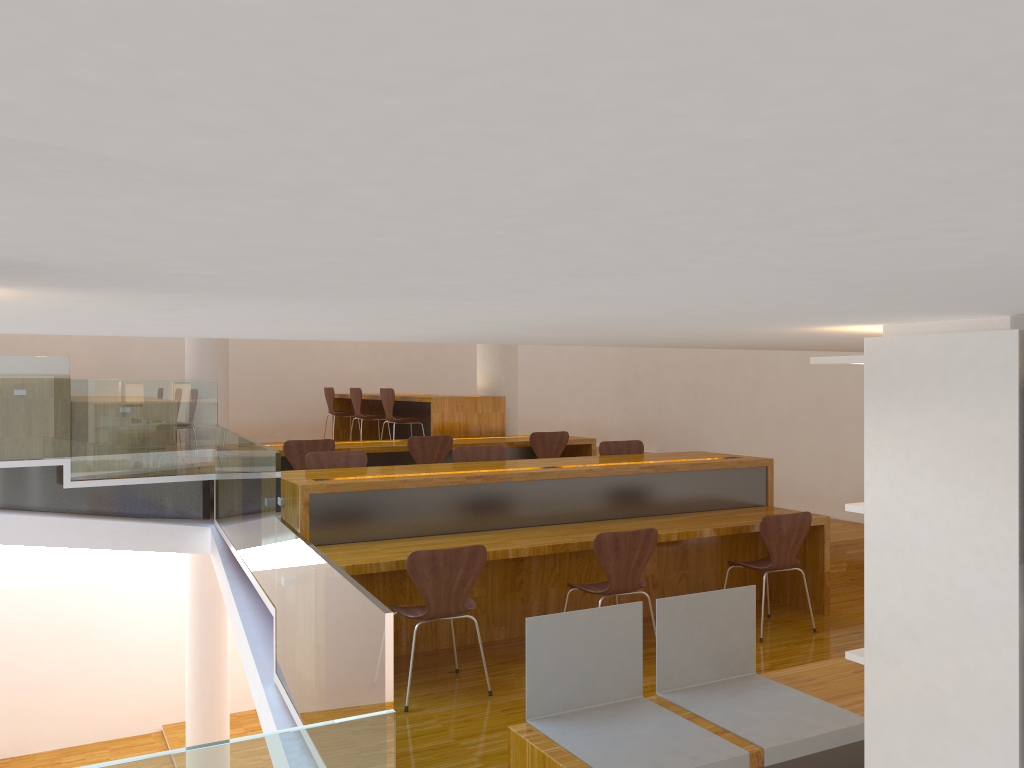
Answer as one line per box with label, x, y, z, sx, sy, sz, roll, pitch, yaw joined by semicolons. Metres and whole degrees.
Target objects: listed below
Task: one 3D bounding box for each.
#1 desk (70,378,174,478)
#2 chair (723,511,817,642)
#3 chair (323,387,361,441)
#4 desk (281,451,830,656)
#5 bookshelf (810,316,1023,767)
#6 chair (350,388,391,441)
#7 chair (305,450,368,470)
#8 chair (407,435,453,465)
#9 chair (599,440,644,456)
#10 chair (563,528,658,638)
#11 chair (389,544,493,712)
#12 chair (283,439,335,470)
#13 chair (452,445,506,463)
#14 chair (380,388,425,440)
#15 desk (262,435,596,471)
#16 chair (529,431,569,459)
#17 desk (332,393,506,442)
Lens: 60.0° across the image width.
desk;-4.106;0.347;8.155;1.527;0.785;3.243;0;0;-28
chair;1.463;1.070;5.120;0.428;0.693;0.381;0;0;-28
chair;-2.025;0.385;10.601;0.381;0.693;0.428;0;0;-28
desk;0.268;0.961;5.268;3.236;0.918;1.285;0;0;-28
bookshelf;2.127;0.788;2.546;2.984;1.836;0.498;0;0;-28
chair;-1.532;0.386;9.596;0.381;0.693;0.428;0;0;-28
chair;-0.996;0.758;5.287;0.428;0.693;0.381;0;0;-28
chair;-0.723;0.756;7.188;0.428;0.693;0.381;0;0;-28
chair;0.866;0.755;6.237;0.428;0.693;0.381;0;0;-28
chair;0.494;1.072;4.559;0.428;0.693;0.381;0;0;-28
chair;-0.363;1.074;4.102;0.428;0.693;0.381;0;0;-28
chair;-1.580;0.758;6.731;0.428;0.693;0.381;0;0;-28
chair;-0.139;0.757;5.744;0.428;0.693;0.381;0;0;-28
chair;-1.075;0.386;8.739;0.381;0.693;0.428;0;0;-28
desk;-0.812;0.804;7.694;3.185;0.606;0.760;0;0;-28
chair;0.246;0.754;7.749;0.428;0.693;0.381;0;0;-28
desk;-1.145;0.424;9.775;0.760;0.606;3.185;0;0;-28
